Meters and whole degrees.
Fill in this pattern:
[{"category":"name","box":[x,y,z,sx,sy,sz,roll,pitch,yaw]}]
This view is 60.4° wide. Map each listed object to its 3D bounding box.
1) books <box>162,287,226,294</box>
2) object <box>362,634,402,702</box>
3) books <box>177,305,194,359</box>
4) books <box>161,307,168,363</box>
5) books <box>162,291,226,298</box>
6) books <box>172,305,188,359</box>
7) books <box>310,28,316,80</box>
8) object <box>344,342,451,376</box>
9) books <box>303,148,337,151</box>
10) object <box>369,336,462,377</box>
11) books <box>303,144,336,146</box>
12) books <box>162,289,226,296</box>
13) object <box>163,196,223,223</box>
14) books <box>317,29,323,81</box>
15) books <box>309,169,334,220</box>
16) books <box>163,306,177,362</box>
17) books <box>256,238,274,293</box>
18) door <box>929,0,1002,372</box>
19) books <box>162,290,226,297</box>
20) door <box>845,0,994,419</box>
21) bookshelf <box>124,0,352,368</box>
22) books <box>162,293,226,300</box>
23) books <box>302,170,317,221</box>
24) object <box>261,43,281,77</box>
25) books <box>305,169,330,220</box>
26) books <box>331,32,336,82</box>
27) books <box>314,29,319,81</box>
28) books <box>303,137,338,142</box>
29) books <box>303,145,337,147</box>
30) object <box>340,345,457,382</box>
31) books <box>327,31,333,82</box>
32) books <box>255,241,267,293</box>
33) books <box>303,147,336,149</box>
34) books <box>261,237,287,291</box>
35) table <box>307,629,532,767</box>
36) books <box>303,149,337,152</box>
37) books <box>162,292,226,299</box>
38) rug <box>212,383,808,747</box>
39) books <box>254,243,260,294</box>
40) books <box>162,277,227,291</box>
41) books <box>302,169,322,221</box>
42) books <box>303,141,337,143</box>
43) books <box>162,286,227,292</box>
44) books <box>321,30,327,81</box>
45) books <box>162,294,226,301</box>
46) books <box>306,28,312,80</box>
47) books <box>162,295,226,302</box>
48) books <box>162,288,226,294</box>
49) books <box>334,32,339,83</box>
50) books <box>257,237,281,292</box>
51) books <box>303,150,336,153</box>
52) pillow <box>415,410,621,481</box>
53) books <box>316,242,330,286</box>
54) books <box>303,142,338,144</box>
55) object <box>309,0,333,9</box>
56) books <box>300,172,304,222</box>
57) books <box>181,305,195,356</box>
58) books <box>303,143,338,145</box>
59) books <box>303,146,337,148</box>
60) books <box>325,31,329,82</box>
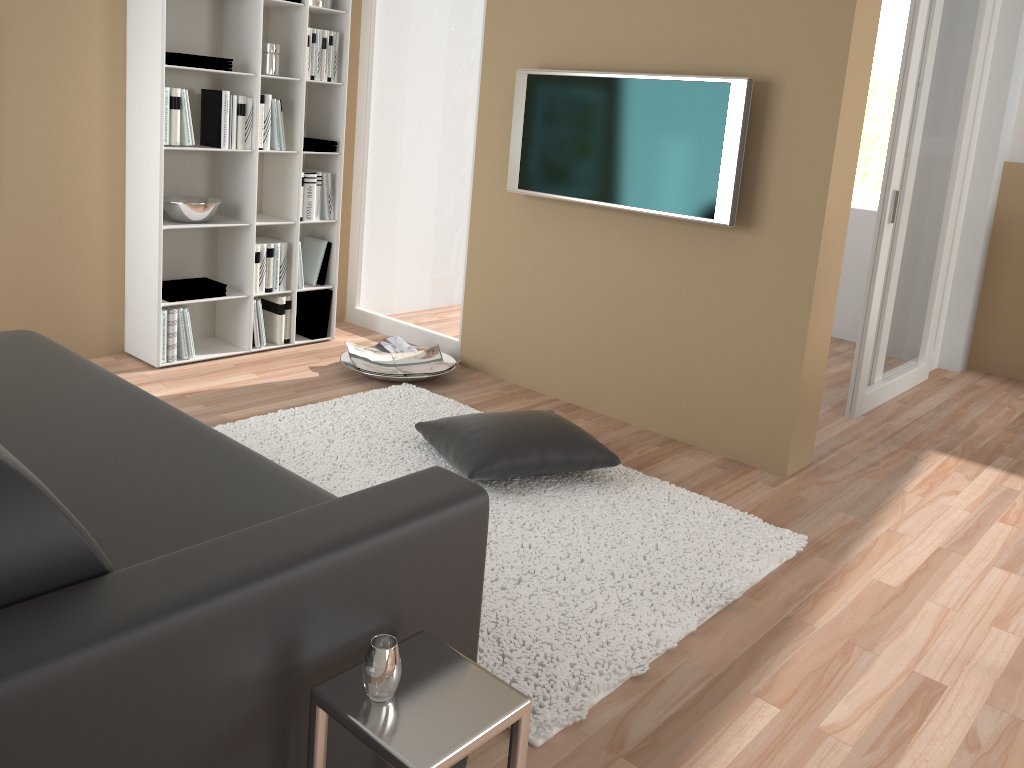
[{"category":"books","box":[-1.608,-0.486,4.363,0.214,0.007,0.300,18,22,38]},{"category":"object","box":[-0.190,0.416,1.287,0.057,0.084,0.059,7,13,10]},{"category":"books","box":[-1.642,-0.271,4.335,0.211,0.252,0.058,16,15,40]},{"category":"books","box":[-1.729,-0.252,4.248,0.211,0.253,0.040,16,15,40]},{"category":"books","box":[-1.607,-0.465,4.365,0.214,0.006,0.300,19,22,38]},{"category":"books","box":[-1.662,-0.269,4.318,0.211,0.254,0.060,16,15,40]},{"category":"books","box":[-1.094,-1.720,4.589,0.211,0.253,0.021,16,15,40]},{"category":"object","box":[-0.577,-0.123,4.454,0.499,0.094,0.352,-1,17,-19]},{"category":"books","box":[-1.123,-1.279,4.752,0.302,0.006,0.212,19,22,38]},{"category":"object","box":[-0.557,-0.124,4.502,0.507,0.094,0.346,19,21,38]},{"category":"books","box":[-1.123,-1.300,4.747,0.302,0.006,0.212,19,22,40]},{"category":"books","box":[-1.606,-0.475,4.361,0.214,0.006,0.300,19,22,39]},{"category":"object","box":[-1.579,-0.852,4.319,0.299,0.104,0.307,6,16,5]},{"category":"books","box":[-1.066,-1.728,4.621,0.211,0.253,0.021,16,15,40]},{"category":"books","box":[-1.056,-1.043,4.841,0.211,0.254,0.060,16,15,40]},{"category":"books","box":[-1.694,-0.258,4.280,0.211,0.253,0.040,16,15,40]},{"category":"books","box":[-1.327,-0.626,4.625,0.211,0.253,0.040,16,15,40]},{"category":"door","box":[2.372,-1.273,4.858,0.046,2.588,1.198,14,14,39]},{"category":"books","box":[-1.607,-0.470,4.364,0.214,0.006,0.300,19,22,38]},{"category":"door","box":[2.173,-1.196,4.550,0.061,2.588,1.198,14,14,39]},{"category":"bookshelf","box":[-1.373,-1.234,4.471,0.338,2.093,1.048,14,15,39]},{"category":"books","box":[-1.609,-0.454,4.366,0.214,0.006,0.300,19,22,38]},{"category":"books","box":[-1.141,-1.017,4.732,0.211,0.253,0.077,16,16,40]},{"category":"object","box":[-1.218,-1.635,4.440,0.094,0.158,0.095,-3,15,-34]},{"category":"books","box":[-1.073,-1.039,4.823,0.211,0.254,0.060,16,15,40]},{"category":"books","box":[-1.010,-1.742,4.685,0.211,0.253,0.021,16,15,40]},{"category":"books","box":[-1.081,-1.724,4.605,0.211,0.253,0.021,16,15,40]},{"category":"books","box":[-1.117,-1.320,4.742,0.302,0.006,0.212,19,22,38]},{"category":"books","box":[-1.121,-1.295,4.748,0.302,0.006,0.212,19,22,38]},{"category":"object","box":[-0.573,-0.091,4.447,0.587,0.062,0.598,9,17,15]},{"category":"books","box":[-1.023,-1.738,4.668,0.211,0.253,0.021,16,15,40]},{"category":"books","box":[-1.356,-0.619,4.595,0.211,0.253,0.040,16,15,40]},{"category":"books","box":[-1.125,-1.285,4.753,0.302,0.006,0.213,18,21,37]},{"category":"books","box":[-1.272,-0.640,4.688,0.211,0.253,0.040,16,15,40]},{"category":"table","box":[-0.153,0.684,1.348,0.242,0.459,0.229,15,15,39]},{"category":"books","box":[-1.124,-1.274,4.753,0.302,0.006,0.212,19,22,38]},{"category":"books","box":[-1.610,-0.459,4.364,0.213,0.006,0.301,18,21,36]},{"category":"rug","box":[-0.217,0.389,3.029,2.058,0.044,1.465,19,22,38]},{"category":"books","box":[-1.379,-0.611,4.560,0.211,0.253,0.040,16,15,40]},{"category":"books","box":[-1.603,-0.496,4.362,0.214,0.006,0.300,19,22,38]},{"category":"books","box":[-1.111,-1.031,4.786,0.211,0.253,0.040,16,15,40]},{"category":"books","box":[-1.119,-1.315,4.742,0.302,0.007,0.212,19,22,38]},{"category":"books","box":[-1.603,-0.491,4.361,0.214,0.007,0.300,19,22,38]},{"category":"books","box":[-1.048,-1.730,4.634,0.211,0.253,0.021,16,15,40]},{"category":"books","box":[-1.610,-0.448,4.367,0.214,0.006,0.300,19,22,38]},{"category":"books","box":[-1.110,-1.717,4.574,0.211,0.253,0.021,16,15,40]},{"category":"books","box":[-1.610,-0.443,4.367,0.214,0.007,0.300,19,22,38]},{"category":"books","box":[-1.609,-0.481,4.364,0.214,0.007,0.300,18,22,38]},{"category":"books","box":[-0.996,-1.746,4.701,0.211,0.253,0.021,16,15,40]},{"category":"books","box":[-1.301,-0.633,4.656,0.211,0.253,0.040,16,15,40]},{"category":"books","box":[-1.126,-1.269,4.754,0.302,0.007,0.212,19,22,38]},{"category":"pillow","box":[0.009,0.221,3.314,0.609,0.205,0.597,-2,18,-23]},{"category":"books","box":[-1.105,-0.687,4.919,0.214,0.233,0.043,17,16,40]},{"category":"books","box":[-1.118,-1.311,4.749,0.302,0.007,0.212,19,22,38]},{"category":"object","box":[-1.037,-2.010,4.610,0.191,0.088,0.197,3,16,-7]},{"category":"books","box":[-1.185,-1.008,4.688,0.211,0.253,0.040,16,15,40]},{"category":"books","box":[-1.642,-0.280,4.358,0.211,0.252,0.058,16,15,40]},{"category":"books","box":[-1.119,-1.306,4.750,0.302,0.007,0.212,19,22,38]},{"category":"books","box":[-1.122,-1.289,4.749,0.302,0.006,0.212,19,22,38]},{"category":"books","box":[-1.039,-1.735,4.654,0.211,0.253,0.021,16,15,40]}]
